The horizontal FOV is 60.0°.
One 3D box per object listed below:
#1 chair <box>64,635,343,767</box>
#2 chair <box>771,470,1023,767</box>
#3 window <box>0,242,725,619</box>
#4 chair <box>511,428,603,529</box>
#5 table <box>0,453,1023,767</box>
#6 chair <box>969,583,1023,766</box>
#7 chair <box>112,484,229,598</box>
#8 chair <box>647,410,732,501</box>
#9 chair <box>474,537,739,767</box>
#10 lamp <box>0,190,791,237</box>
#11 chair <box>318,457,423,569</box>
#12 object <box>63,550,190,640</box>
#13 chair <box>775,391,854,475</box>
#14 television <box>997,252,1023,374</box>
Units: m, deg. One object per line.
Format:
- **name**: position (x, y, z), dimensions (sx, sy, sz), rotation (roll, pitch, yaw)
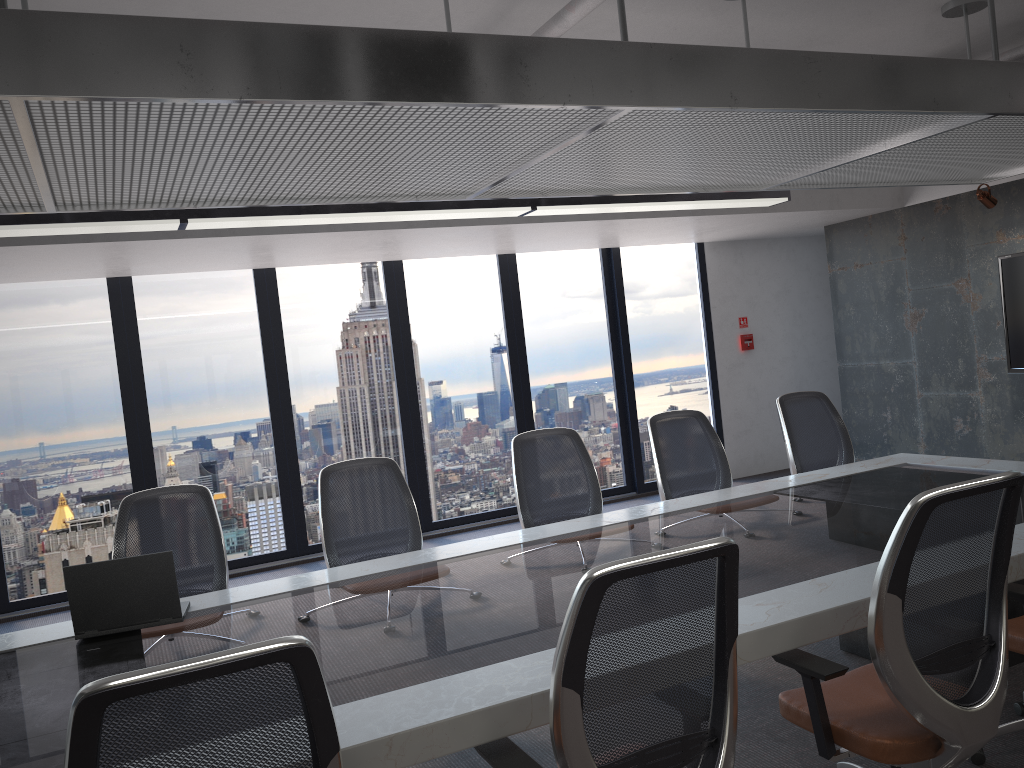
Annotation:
- **chair**: position (-0.630, 1.035, 1.810), dimensions (0.828, 1.166, 0.789), rotation (-5, 2, 30)
- **chair**: position (1.085, 0.819, 2.588), dimensions (0.828, 1.166, 0.789), rotation (-5, 2, 30)
- **window**: position (-2.012, 0.212, 7.653), dimensions (9.225, 2.670, 0.121), rotation (-7, 2, -24)
- **chair**: position (0.367, 0.828, 4.644), dimensions (0.828, 1.166, 0.789), rotation (-5, 2, 36)
- **table**: position (0.297, 1.085, 3.367), dimensions (5.498, 0.745, 1.898), rotation (-7, 2, -24)
- **chair**: position (1.943, 0.711, 2.977), dimensions (0.828, 1.166, 0.789), rotation (-5, 2, 30)
- **chair**: position (-1.433, 1.055, 3.804), dimensions (0.828, 1.166, 0.789), rotation (-5, 3, 40)
- **chair**: position (1.169, 0.730, 4.910), dimensions (0.828, 1.166, 0.789), rotation (-5, 2, 30)
- **chair**: position (0.228, 0.927, 2.199), dimensions (0.828, 1.166, 0.789), rotation (-5, 2, 30)
- **lamp**: position (-0.055, -1.414, 3.237), dimensions (6.097, 0.908, 4.126), rotation (-7, 2, -24)
- **chair**: position (-0.546, 0.946, 4.132), dimensions (0.828, 1.166, 0.789), rotation (-5, 2, 30)
- **object**: position (-1.428, 0.761, 3.318), dimensions (0.366, 0.277, 0.308), rotation (-7, 2, -14)
- **chair**: position (2.026, 0.623, 5.299), dimensions (0.828, 1.166, 0.789), rotation (-5, 2, 30)
- **television**: position (4.771, -0.590, 5.536), dimensions (0.101, 0.960, 3.667), rotation (-7, 2, -24)
